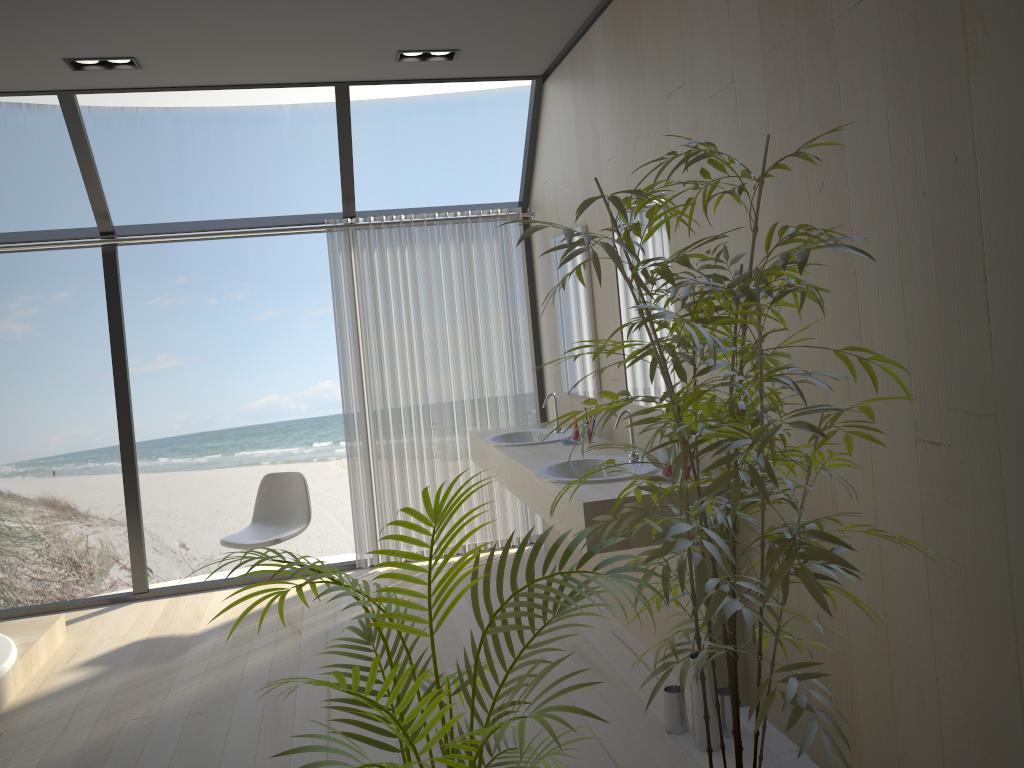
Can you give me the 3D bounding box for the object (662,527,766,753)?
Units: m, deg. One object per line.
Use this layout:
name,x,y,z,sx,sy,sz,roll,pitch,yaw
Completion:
object,0.681,0.772,2.896,0.407,0.748,0.273,-6,1,-24

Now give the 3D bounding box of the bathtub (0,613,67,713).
bathtub,-2.994,1.370,3.521,1.823,0.698,1.648,-6,3,-12

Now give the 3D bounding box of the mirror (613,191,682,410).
mirror,0.571,-0.328,3.727,0.023,0.868,0.653,-5,2,-12

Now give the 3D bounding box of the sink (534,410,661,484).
sink,0.340,0.327,3.548,0.504,0.419,0.574,-5,3,-8

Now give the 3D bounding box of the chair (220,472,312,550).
chair,-1.324,0.687,4.808,0.368,0.347,0.455,-4,3,17

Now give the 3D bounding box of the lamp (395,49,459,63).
lamp,-0.426,-1.678,4.389,0.301,0.112,0.164,-6,3,-12

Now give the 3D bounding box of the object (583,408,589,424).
object,0.368,0.202,4.324,0.012,0.178,0.050,-5,1,28

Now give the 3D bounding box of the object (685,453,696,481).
object,0.632,0.297,3.170,0.058,0.100,0.058,-5,1,-1

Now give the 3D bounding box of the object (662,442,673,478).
object,0.566,0.281,3.247,0.038,0.135,0.039,-5,1,30

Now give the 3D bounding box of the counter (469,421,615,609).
counter,0.169,0.677,4.774,0.551,0.790,1.206,-5,3,-12

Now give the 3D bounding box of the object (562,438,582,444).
object,0.294,0.281,4.353,0.104,0.029,0.033,-3,3,29

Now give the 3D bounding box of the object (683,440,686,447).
object,0.615,0.258,3.143,0.012,0.178,0.050,-5,1,28

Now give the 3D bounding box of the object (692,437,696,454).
object,0.644,0.255,3.166,0.053,0.175,0.012,-5,0,13

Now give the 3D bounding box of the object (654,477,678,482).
object,0.541,0.337,3.173,0.104,0.029,0.033,-3,3,29

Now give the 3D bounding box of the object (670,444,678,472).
object,0.612,0.270,3.352,0.038,0.135,0.039,-5,1,30

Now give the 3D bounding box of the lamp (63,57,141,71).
lamp,-1.889,-1.526,4.081,0.301,0.112,0.164,-6,3,-12

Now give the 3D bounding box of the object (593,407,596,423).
object,0.396,0.199,4.346,0.053,0.175,0.012,-5,0,13

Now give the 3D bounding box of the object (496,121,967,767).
object,0.497,0.344,1.908,0.786,1.755,0.937,-5,1,13

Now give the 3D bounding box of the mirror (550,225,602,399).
mirror,0.332,-0.374,4.735,0.023,0.868,0.653,-5,2,-12

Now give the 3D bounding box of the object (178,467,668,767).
object,-0.198,0.707,1.716,0.914,1.156,0.753,-4,2,22

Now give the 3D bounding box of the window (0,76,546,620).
window,-2.005,-0.167,4.836,4.565,2.812,0.745,-6,1,-12

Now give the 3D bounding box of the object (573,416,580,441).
object,0.319,0.225,4.428,0.039,0.135,0.039,-5,1,37

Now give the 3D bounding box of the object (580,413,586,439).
object,0.365,0.214,4.532,0.039,0.135,0.039,-5,1,37

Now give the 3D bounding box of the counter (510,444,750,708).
counter,0.416,0.733,3.594,0.551,0.790,1.206,-5,3,-12

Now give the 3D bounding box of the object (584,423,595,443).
object,0.385,0.241,4.351,0.058,0.100,0.058,-5,1,-5

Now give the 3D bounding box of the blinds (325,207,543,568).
blinds,-0.436,0.001,5.360,1.184,2.069,0.084,-5,0,-12

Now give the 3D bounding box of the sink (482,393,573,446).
sink,0.092,0.270,4.729,0.504,0.419,0.574,-5,3,-8
